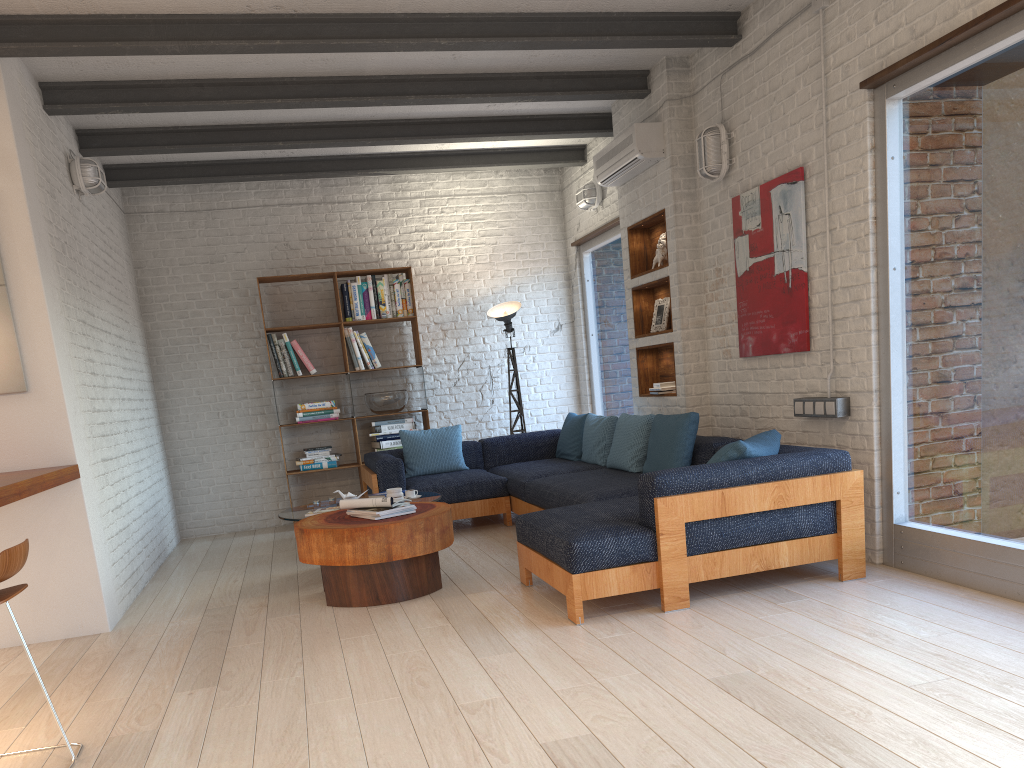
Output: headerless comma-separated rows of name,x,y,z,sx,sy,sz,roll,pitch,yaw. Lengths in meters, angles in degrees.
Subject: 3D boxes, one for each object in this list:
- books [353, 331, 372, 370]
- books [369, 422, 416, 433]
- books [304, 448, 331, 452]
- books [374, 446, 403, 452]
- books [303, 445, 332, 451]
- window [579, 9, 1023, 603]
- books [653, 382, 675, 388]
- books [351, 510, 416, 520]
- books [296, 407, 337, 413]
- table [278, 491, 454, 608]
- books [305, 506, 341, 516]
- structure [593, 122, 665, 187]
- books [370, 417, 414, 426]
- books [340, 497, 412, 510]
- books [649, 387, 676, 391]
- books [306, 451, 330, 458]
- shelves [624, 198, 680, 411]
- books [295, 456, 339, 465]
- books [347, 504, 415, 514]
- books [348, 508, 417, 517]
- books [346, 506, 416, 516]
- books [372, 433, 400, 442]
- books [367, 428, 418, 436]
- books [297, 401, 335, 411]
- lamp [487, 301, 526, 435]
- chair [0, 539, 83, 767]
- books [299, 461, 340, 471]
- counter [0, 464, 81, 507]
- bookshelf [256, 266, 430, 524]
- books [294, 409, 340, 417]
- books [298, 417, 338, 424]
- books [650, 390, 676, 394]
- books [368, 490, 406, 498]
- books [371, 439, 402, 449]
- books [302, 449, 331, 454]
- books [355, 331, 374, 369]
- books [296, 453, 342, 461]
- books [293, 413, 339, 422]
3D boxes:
books,-1.358,-0.297,7.855,0.124,0.356,0.267,-8,7,-14
books,-1.102,0.399,8.035,0.377,0.066,0.242,-6,1,-19
books,-1.767,0.595,7.910,0.241,0.008,0.154,-6,0,-14
books,-1.090,0.603,8.068,0.360,0.057,0.279,-6,1,-11
books,-1.762,0.582,7.895,0.251,0.017,0.160,-6,0,-14
window,2.308,-2.335,2.164,0.644,6.525,12.174,-8,3,-14
books,1.127,0.006,6.399,0.132,0.034,0.202,-6,1,-4
books,-0.733,0.733,4.944,0.249,0.011,0.317,-6,0,-35
books,-1.762,0.232,7.841,0.353,0.021,0.269,-6,0,-15
table,-0.932,0.988,5.482,1.073,0.455,1.803,-6,1,-8
books,-1.145,0.810,5.600,0.318,0.011,0.248,-6,0,-1
structure,0.802,-1.586,6.088,0.199,0.223,0.804,-7,1,-14
books,-1.111,0.348,8.020,0.378,0.037,0.241,-6,1,-14
books,-0.775,0.691,4.997,0.323,0.111,0.267,-5,2,19
books,1.129,0.032,6.397,0.170,0.019,0.233,-6,0,-12
books,-1.764,0.636,7.917,0.205,0.034,0.131,-6,1,-14
shelves,1.100,-0.525,6.328,0.191,1.460,0.753,-8,9,-14
books,-1.769,0.691,7.911,0.378,0.037,0.241,-6,1,-14
books,-0.743,0.701,4.926,0.248,0.011,0.318,-6,0,-40
books,-0.740,0.723,4.957,0.248,0.011,0.318,-6,0,-45
books,-0.743,0.712,4.936,0.248,0.011,0.318,-6,0,-45
books,-1.111,0.482,8.015,0.324,0.057,0.252,-6,1,-19
books,-1.102,0.443,8.024,0.442,0.021,0.268,-6,0,-13
books,-1.757,0.193,7.833,0.325,0.057,0.251,-6,1,-11
lamp,0.221,0.150,7.951,0.495,1.888,0.864,-14,12,-41
chair,-1.728,0.921,2.854,0.420,0.793,0.396,-8,9,-14
books,-1.742,0.735,7.916,0.326,0.057,0.250,-6,1,-4
counter,-2.735,0.944,3.277,1.677,0.938,2.465,-7,2,-14
bookshelf,-1.456,0.140,7.881,1.311,2.253,0.356,-8,10,-13
books,-1.752,0.261,7.827,0.376,0.037,0.242,-6,1,-20
books,-1.751,0.327,7.852,0.354,0.021,0.269,-6,0,-14
books,1.122,0.060,6.412,0.162,0.017,0.248,-6,0,-4
books,-0.872,0.773,6.120,0.163,0.023,0.227,-5,1,34
books,-1.081,0.541,8.044,0.375,0.066,0.242,-6,1,-27
books,-1.774,0.610,7.918,0.234,0.019,0.169,-6,0,-21
books,-1.339,-0.299,7.869,0.124,0.356,0.267,-8,7,-14
books,-1.754,0.661,7.900,0.376,0.018,0.242,-6,0,-21
books,-1.761,0.299,7.838,0.377,0.037,0.242,-6,1,-18
